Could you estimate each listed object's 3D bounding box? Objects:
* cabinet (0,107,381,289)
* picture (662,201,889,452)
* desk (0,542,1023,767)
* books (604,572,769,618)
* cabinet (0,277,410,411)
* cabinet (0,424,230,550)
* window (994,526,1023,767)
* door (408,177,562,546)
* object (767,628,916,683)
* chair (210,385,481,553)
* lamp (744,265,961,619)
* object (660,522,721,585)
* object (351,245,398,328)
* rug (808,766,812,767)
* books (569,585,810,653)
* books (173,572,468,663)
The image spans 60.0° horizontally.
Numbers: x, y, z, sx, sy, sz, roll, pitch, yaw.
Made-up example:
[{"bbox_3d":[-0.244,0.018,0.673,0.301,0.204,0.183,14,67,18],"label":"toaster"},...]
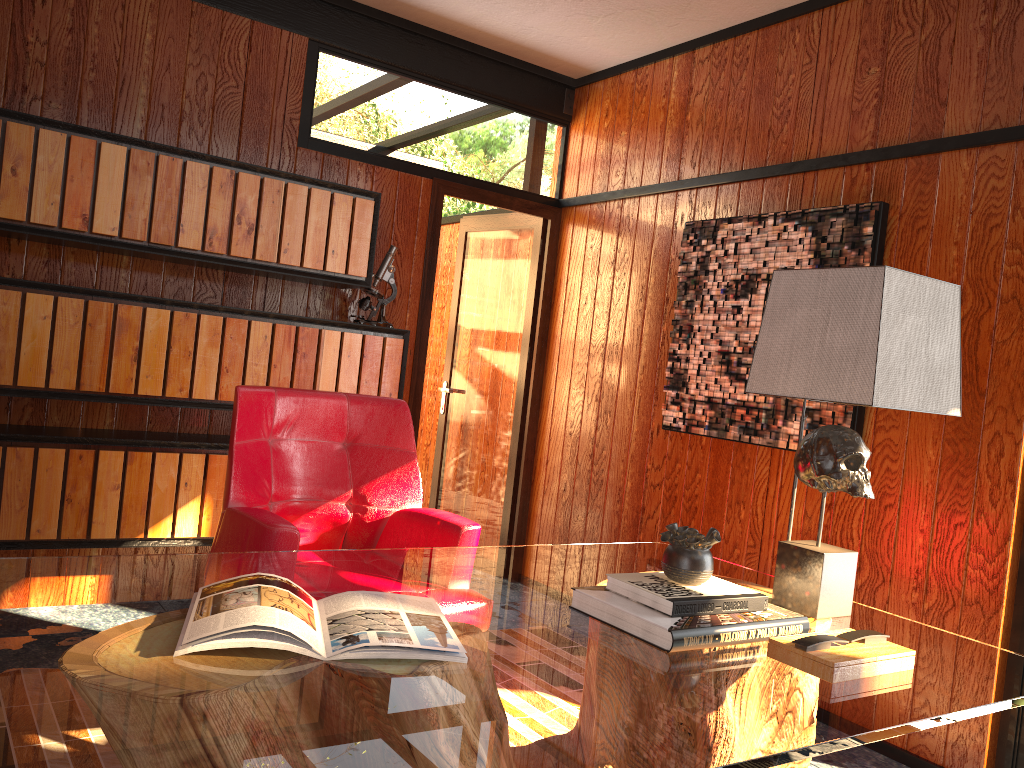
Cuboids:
[{"bbox_3d":[-1.314,-0.665,3.281,1.653,0.390,0.321,6,1,-34],"label":"cabinet"},{"bbox_3d":[0.934,-0.209,3.333,0.061,0.873,0.916,6,1,-34],"label":"picture"},{"bbox_3d":[-0.046,0.740,1.594,1.900,0.632,1.150,6,1,-34],"label":"desk"},{"bbox_3d":[0.341,0.408,1.741,0.249,0.029,0.198,6,1,-32],"label":"books"},{"bbox_3d":[-1.210,-0.112,3.401,1.653,0.390,0.321,6,1,-34],"label":"cabinet"},{"bbox_3d":[-1.430,0.383,3.297,1.653,0.390,0.321,6,1,-34],"label":"cabinet"},{"bbox_3d":[2.215,0.016,1.691,0.085,2.580,2.260,6,1,-34],"label":"window"},{"bbox_3d":[-0.364,0.024,4.610,0.751,1.955,0.734,6,1,-34],"label":"door"},{"bbox_3d":[0.583,0.469,1.566,0.238,0.049,0.135,6,1,-34],"label":"object"},{"bbox_3d":[-0.518,0.514,2.519,0.621,0.956,0.839,6,1,-34],"label":"chair"},{"bbox_3d":[0.720,0.134,1.914,0.316,0.732,0.316,6,1,-34],"label":"lamp"},{"bbox_3d":[0.349,0.338,1.757,0.121,0.114,0.118,6,1,-40],"label":"object"},{"bbox_3d":[-0.572,-0.420,3.754,0.181,0.354,0.142,6,1,2],"label":"object"},{"bbox_3d":[-0.201,1.025,2.117,2.439,0.042,2.410,6,1,-34],"label":"rug"},{"bbox_3d":[0.344,0.444,1.725,0.366,0.040,0.286,6,1,-34],"label":"books"},{"bbox_3d":[-0.306,0.372,1.436,0.422,0.049,0.300,6,1,-15],"label":"books"}]
